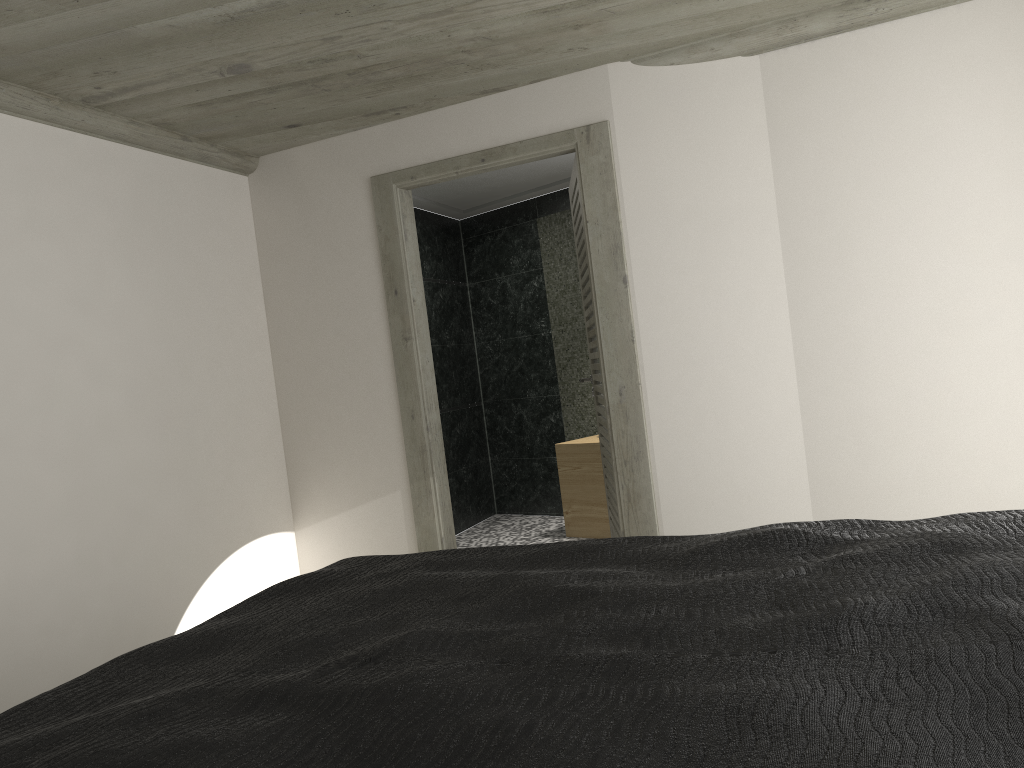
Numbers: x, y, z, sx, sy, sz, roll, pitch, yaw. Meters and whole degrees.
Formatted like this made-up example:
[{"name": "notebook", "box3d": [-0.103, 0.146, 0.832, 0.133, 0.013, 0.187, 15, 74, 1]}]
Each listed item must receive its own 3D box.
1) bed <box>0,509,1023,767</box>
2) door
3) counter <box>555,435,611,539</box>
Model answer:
[{"name": "bed", "box3d": [-0.036, 0.510, 1.417, 2.389, 1.623, 3.163, -7, 1, 18]}, {"name": "door", "box3d": [0.268, -0.030, 5.137, 1.413, 2.516, 1.110, -6, 2, 27]}, {"name": "counter", "box3d": [1.040, 0.590, 6.616, 1.228, 1.052, 0.692, -6, 2, 44]}]
